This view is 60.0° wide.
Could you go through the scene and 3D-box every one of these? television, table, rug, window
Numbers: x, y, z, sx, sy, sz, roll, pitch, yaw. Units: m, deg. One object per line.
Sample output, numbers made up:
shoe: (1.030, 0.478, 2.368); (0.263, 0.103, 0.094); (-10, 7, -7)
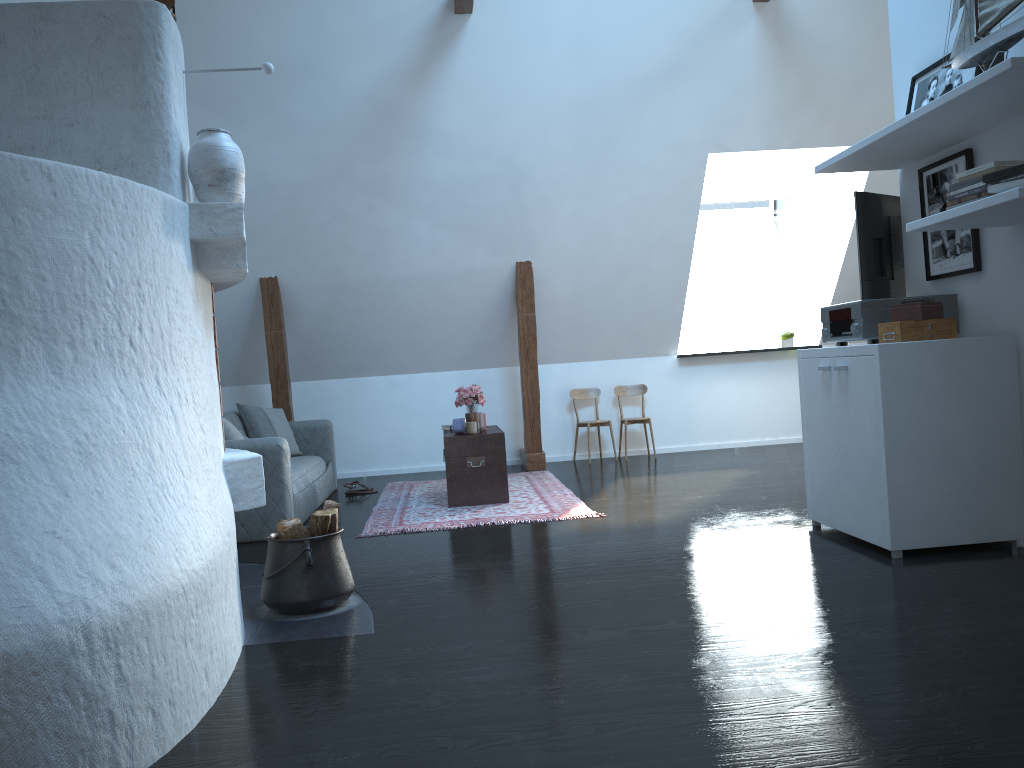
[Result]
television: (2.368, -0.724, 4.759); (1.005, 0.652, 0.537); (-5, 1, -39)
table: (-0.272, 0.590, 6.599); (0.471, 0.492, 0.962); (-4, 1, -4)
rug: (-0.275, 0.831, 6.572); (1.512, 0.029, 2.647); (-4, 1, -4)
window: (4.161, -2.547, 6.186); (8.018, 4.249, 5.959); (-4, 1, -4)

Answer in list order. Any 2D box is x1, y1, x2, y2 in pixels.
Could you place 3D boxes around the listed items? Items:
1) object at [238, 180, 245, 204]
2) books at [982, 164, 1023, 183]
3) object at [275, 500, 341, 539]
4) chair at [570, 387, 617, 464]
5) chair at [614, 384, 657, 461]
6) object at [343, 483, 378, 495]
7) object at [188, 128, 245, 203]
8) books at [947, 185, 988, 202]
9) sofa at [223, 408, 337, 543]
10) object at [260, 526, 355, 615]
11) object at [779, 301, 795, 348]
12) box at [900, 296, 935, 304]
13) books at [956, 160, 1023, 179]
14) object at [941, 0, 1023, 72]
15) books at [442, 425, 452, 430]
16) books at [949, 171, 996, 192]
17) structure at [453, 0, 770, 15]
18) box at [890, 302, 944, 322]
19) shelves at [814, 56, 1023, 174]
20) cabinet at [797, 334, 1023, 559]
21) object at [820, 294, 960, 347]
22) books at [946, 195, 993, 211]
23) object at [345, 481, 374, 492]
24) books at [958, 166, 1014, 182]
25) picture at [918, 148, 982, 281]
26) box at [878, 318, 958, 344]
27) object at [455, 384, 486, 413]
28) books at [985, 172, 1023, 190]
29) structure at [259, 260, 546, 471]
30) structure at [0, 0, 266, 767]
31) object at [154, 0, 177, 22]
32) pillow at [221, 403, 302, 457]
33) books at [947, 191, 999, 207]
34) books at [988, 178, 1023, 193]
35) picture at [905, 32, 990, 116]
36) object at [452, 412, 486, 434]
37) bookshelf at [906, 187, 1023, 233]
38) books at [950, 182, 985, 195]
object: (-1.151, -0.760, 3.559); (0.158, 0.274, 0.158); (-3, 1, 35)
books: (1.911, -0.787, 3.298); (0.179, 0.029, 0.225); (-4, 1, -17)
object: (-0.846, 0.691, 3.698); (0.270, 0.370, 0.240); (-4, 1, -5)
chair: (0.768, 0.386, 8.425); (0.329, 0.696, 0.342); (-4, 1, -21)
chair: (1.171, 0.358, 8.436); (0.329, 0.696, 0.342); (-4, 1, -3)
object: (-1.234, 0.849, 7.239); (0.277, 0.090, 0.101); (-4, 1, -16)
object: (-1.098, -0.779, 3.302); (0.203, 0.314, 0.203); (-4, 1, -21)
books: (1.911, -0.772, 3.569); (0.175, 0.023, 0.249); (-4, 1, -9)
sofa: (-1.989, 0.577, 6.465); (1.107, 0.770, 2.458); (-4, 1, -4)
object: (-0.859, 0.774, 3.710); (0.384, 0.313, 0.384); (-4, 1, 22)
object: (2.725, -0.593, 8.771); (0.131, 0.461, 0.309); (-4, 1, 14)
box: (1.815, -0.373, 3.972); (0.129, 0.027, 0.076); (-3, 1, 36)
books: (1.925, -0.859, 3.556); (0.158, 0.021, 0.224); (-4, 1, -9)
object: (1.884, -1.630, 3.467); (0.140, 0.989, 0.789); (-4, 1, -4)
books: (-0.408, 0.334, 6.955); (0.243, 0.034, 0.179); (-4, 1, -26)
books: (1.926, -0.813, 3.563); (0.193, 0.028, 0.245); (-4, 1, -14)
structure: (2.499, -3.077, 3.384); (15.910, 3.562, 10.230); (-4, 1, 1)
box: (1.808, -0.321, 3.956); (0.210, 0.075, 0.137); (-5, 1, -39)
shelves: (1.873, -1.120, 3.833); (0.478, 0.038, 1.604); (-4, 1, -4)
cabinet: (1.849, 0.264, 4.227); (0.638, 0.921, 0.869); (-4, 1, -4)
object: (1.852, -0.307, 4.399); (0.496, 0.211, 0.435); (-4, 1, -5)
books: (1.916, -0.717, 3.572); (0.192, 0.043, 0.248); (-4, 1, -9)
object: (-1.279, 0.850, 7.393); (0.101, 0.090, 0.277); (-3, 1, 42)
books: (1.920, -0.838, 3.554); (0.143, 0.020, 0.215); (-4, 1, -10)
picture: (2.077, -0.791, 4.222); (0.036, 0.558, 0.420); (-4, 1, -4)
box: (1.811, -0.236, 3.961); (0.294, 0.093, 0.169); (-4, 1, -9)
object: (-0.325, 0.173, 6.832); (0.235, 0.351, 0.234); (-5, 1, -44)
books: (1.921, -0.761, 3.291); (0.175, 0.024, 0.243); (-4, 1, -13)
structure: (3.968, -0.462, 8.614); (12.350, 1.963, 1.023); (-4, 1, -4)
structure: (-2.508, -1.293, 3.084); (3.049, 4.752, 3.058); (-4, 1, 4)
object: (-1.521, -1.390, 3.613); (0.311, 0.094, 0.783); (-4, 1, -19)
pillow: (-1.906, 0.394, 6.489); (0.444, 0.515, 2.075); (-4, 1, -4)
books: (1.913, -0.749, 3.570); (0.175, 0.023, 0.249); (-4, 1, -14)
books: (1.919, -0.737, 3.304); (0.227, 0.024, 0.166); (-5, 1, -30)
picture: (2.005, -1.342, 4.140); (0.114, 0.377, 0.597); (-4, 1, -4)
object: (-0.322, 0.286, 6.477); (0.215, 0.138, 0.413); (-4, 1, 7)
bookshelf: (1.937, -0.674, 3.410); (0.478, 0.038, 0.741); (-4, 1, -4)
books: (1.927, -0.792, 3.562); (0.192, 0.014, 0.255); (-4, 1, -6)
